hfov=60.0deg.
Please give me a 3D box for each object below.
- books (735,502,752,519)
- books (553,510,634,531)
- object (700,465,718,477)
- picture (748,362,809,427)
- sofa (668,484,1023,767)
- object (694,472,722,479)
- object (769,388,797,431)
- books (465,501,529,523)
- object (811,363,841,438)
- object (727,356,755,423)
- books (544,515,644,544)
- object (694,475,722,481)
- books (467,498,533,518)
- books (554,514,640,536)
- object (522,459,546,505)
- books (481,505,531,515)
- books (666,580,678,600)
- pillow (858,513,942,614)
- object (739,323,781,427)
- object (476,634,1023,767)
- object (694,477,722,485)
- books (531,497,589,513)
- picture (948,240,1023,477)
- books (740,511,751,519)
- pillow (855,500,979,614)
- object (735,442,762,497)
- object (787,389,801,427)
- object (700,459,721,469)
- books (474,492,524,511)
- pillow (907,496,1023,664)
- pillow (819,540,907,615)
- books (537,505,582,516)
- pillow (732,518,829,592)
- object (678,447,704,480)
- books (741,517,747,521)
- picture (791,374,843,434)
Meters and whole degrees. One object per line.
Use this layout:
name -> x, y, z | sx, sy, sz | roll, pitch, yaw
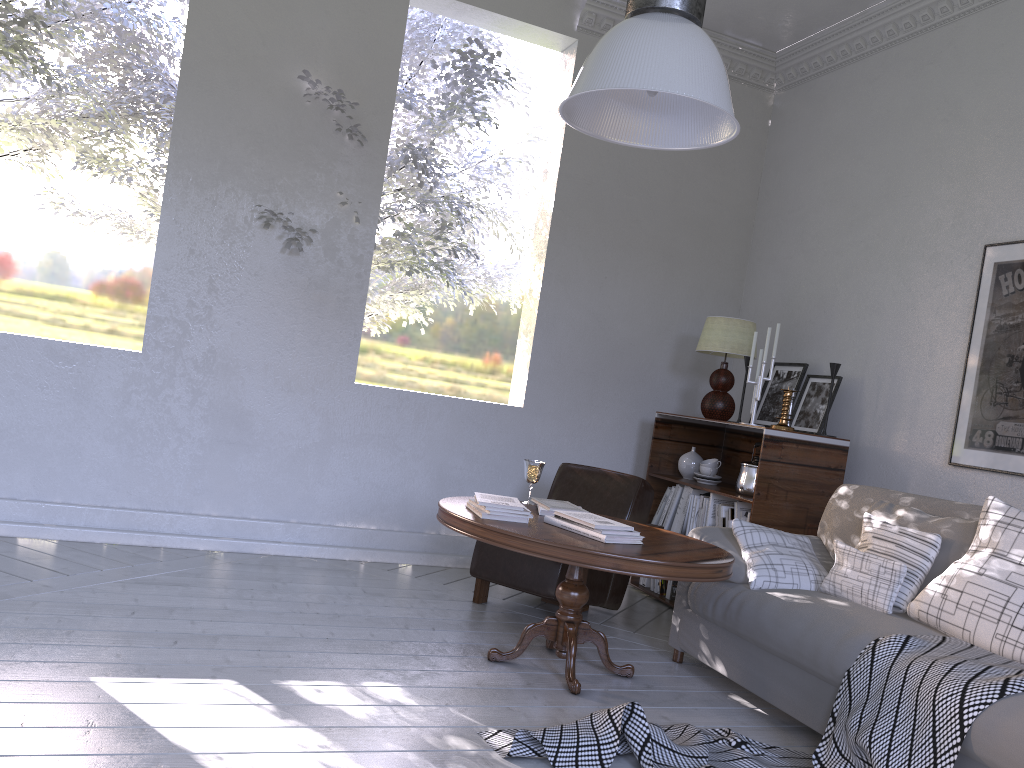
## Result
books -> 0.922, 0.581, 3.442 | 0.126, 0.233, 0.078 | 8, 2, -21
books -> 0.231, 0.391, 2.540 | 0.136, 0.010, 0.213 | 9, -1, -30
object -> 0.853, 0.384, 3.851 | 0.079, 0.050, 0.082 | 9, 0, 42
picture -> 1.162, 0.051, 3.877 | 0.095, 0.301, 0.230 | 8, 1, -21
sofa -> 1.205, 0.671, 2.195 | 0.769, 0.683, 1.855 | 8, 0, -21
object -> 0.850, 0.404, 3.853 | 0.121, 0.024, 0.120 | 9, 0, -17
object -> 1.059, 0.092, 3.432 | 0.096, 0.172, 0.096 | 8, 1, -3
books -> -0.048, 0.381, 2.643 | 0.142, 0.015, 0.221 | 9, -1, -15
object -> 1.239, 0.063, 3.456 | 0.095, 0.289, 0.095 | 9, 2, 1
object -> 0.984, 0.028, 3.759 | 0.095, 0.289, 0.095 | 9, 2, 1
books -> 0.233, 0.419, 2.551 | 0.149, 0.021, 0.277 | 9, -1, -35
object -> 0.850, 0.414, 3.850 | 0.120, 0.021, 0.122 | 8, -1, 28
books -> -0.038, 0.370, 2.640 | 0.136, 0.010, 0.213 | 9, -1, -20
books -> 0.242, 0.403, 2.545 | 0.135, 0.010, 0.239 | 9, -1, -30
object -> 0.066, 0.335, 3.017 | 0.076, 0.149, 0.076 | 8, 1, -26
books -> -0.031, 0.360, 2.649 | 0.135, 0.010, 0.240 | 9, -1, -10
books -> 0.749, 0.829, 3.829 | 0.141, 0.232, 0.042 | 8, 2, -22
pillow -> 1.079, 0.525, 2.556 | 0.130, 0.269, 0.309 | 8, 1, -17
object -> 1.002, -0.041, 3.575 | 0.101, 0.424, 0.100 | 7, 2, -38
object -> 0.687, 0.750, 2.036 | 1.497, 0.395, 0.496 | 8, 0, 9
object -> 0.849, 0.424, 3.851 | 0.120, 0.021, 0.122 | 8, -1, 28
books -> 0.152, 0.396, 2.879 | 0.136, 0.011, 0.214 | 9, -1, -15
picture -> 1.693, -0.086, 2.813 | 0.019, 0.774, 0.587 | 8, 1, -21
books -> 0.933, 0.598, 3.428 | 0.114, 0.199, 0.061 | 8, 2, -22
pillow -> 1.167, 0.516, 2.567 | 0.151, 0.314, 0.488 | 8, 0, -21
object -> 0.993, 0.346, 3.530 | 0.143, 0.223, 0.190 | 8, 1, -31
object -> 1.105, 0.100, 3.515 | 0.062, 0.172, 0.061 | 7, 2, -45
object -> 0.857, 0.355, 3.849 | 0.078, 0.068, 0.082 | 8, 0, -7
books -> -0.041, 0.348, 2.633 | 0.136, 0.011, 0.216 | 9, -1, -5
pillow -> 1.242, 0.486, 2.193 | 0.220, 0.386, 0.452 | 8, 1, -20
pillow -> 1.002, 0.553, 2.529 | 0.071, 0.167, 0.282 | 8, 0, -24
books -> 0.159, 0.412, 2.879 | 0.147, 0.018, 0.230 | 9, -1, 0
pillow -> 0.842, 0.550, 2.760 | 0.311, 0.206, 0.214 | 8, 1, -15
object -> 0.807, 0.356, 3.986 | 0.112, 0.147, 0.122 | 8, 1, -24
books -> 0.934, 0.610, 3.416 | 0.115, 0.178, 0.055 | 8, 2, -22
picture -> 1.241, 0.085, 3.648 | 0.080, 0.252, 0.201 | 8, 1, -21
